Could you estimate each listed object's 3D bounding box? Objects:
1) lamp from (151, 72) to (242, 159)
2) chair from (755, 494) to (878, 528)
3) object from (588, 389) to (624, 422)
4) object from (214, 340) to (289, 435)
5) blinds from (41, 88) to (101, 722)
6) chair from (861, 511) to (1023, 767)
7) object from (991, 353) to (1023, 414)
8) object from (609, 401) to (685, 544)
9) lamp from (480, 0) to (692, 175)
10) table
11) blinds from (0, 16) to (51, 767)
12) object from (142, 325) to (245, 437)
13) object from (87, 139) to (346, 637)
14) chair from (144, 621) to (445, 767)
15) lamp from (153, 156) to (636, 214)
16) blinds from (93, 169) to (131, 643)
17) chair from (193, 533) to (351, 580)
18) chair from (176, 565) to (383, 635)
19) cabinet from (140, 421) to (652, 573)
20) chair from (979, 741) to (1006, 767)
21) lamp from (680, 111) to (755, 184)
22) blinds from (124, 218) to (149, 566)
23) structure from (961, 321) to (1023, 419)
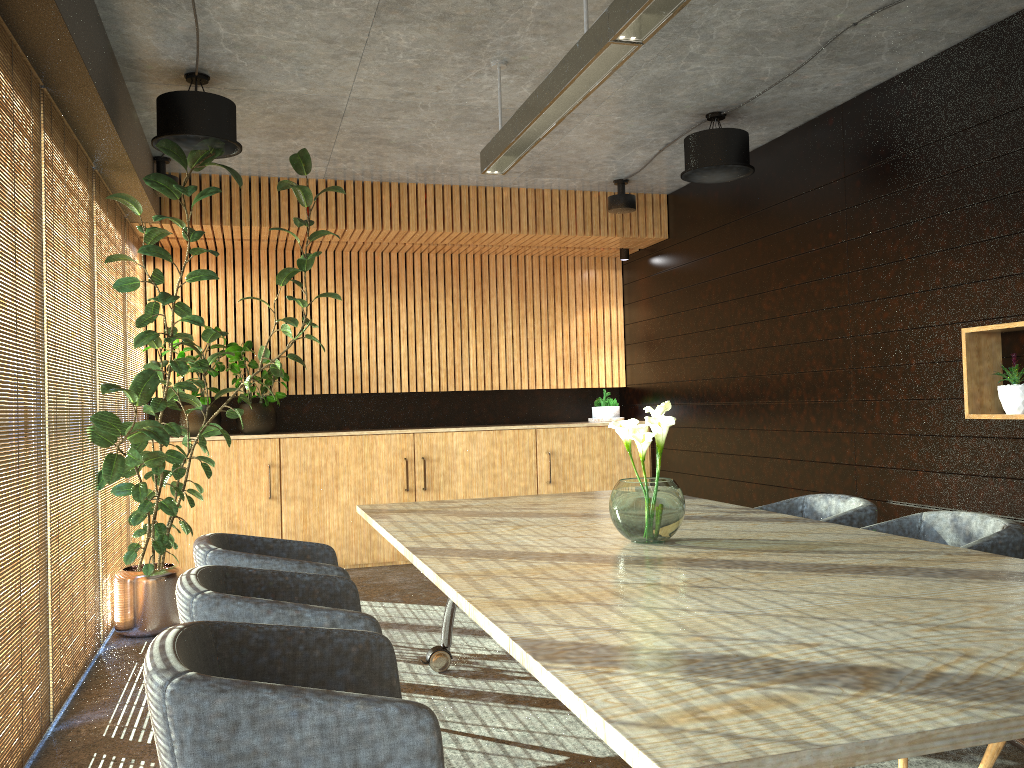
[{"bbox_3d":[-1.885,-1.626,5.303,0.513,0.497,0.513,-3,-2,44],"label":"lamp"},{"bbox_3d":[1.487,1.071,4.646,0.761,0.944,0.706,-1,-1,-16],"label":"chair"},{"bbox_3d":[1.005,0.231,9.505,0.384,0.347,0.384,-2,-1,6],"label":"object"},{"bbox_3d":[-2.439,0.034,8.314,0.679,0.880,0.512,-1,-1,-13],"label":"object"},{"bbox_3d":[-2.425,0.105,4.916,0.039,3.038,1.422,-1,-1,-16],"label":"blinds"},{"bbox_3d":[1.742,1.043,3.783,0.761,0.944,0.706,-1,-1,-16],"label":"chair"},{"bbox_3d":[2.608,-0.004,4.584,0.241,0.318,0.226,0,-2,-42],"label":"object"},{"bbox_3d":[0.520,0.341,3.468,0.295,0.546,0.322,-1,-1,-7],"label":"object"},{"bbox_3d":[0.440,-1.649,3.500,0.151,0.618,4.009,-1,-1,-16],"label":"lamp"},{"bbox_3d":[0.550,1.075,3.430,1.816,0.927,3.932,-1,-1,-16],"label":"table"},{"bbox_3d":[-2.010,0.059,3.509,0.039,3.038,1.422,-1,-1,-16],"label":"blinds"},{"bbox_3d":[-2.937,-0.042,8.184,0.666,1.054,0.640,-2,-2,25],"label":"object"},{"bbox_3d":[-2.274,0.047,5.961,1.958,3.266,1.875,-2,-1,22],"label":"object"},{"bbox_3d":[-0.497,1.068,2.183,0.761,0.944,0.706,-1,-1,-16],"label":"chair"},{"bbox_3d":[-0.881,-1.687,7.538,4.179,0.294,0.257,-1,-1,-16],"label":"lamp"},{"bbox_3d":[-2.848,0.151,6.348,0.039,3.038,1.422,-1,-1,-16],"label":"blinds"},{"bbox_3d":[-1.006,1.124,3.907,0.761,0.944,0.706,-1,-1,-16],"label":"chair"},{"bbox_3d":[-0.752,1.096,3.045,0.761,0.944,0.706,-1,-1,-16],"label":"chair"},{"bbox_3d":[-1.035,1.081,8.800,4.954,1.272,1.006,-1,-1,-16],"label":"cabinet"},{"bbox_3d":[1.996,1.014,2.921,0.761,0.944,0.706,-1,-1,-16],"label":"chair"},{"bbox_3d":[1.449,-1.697,6.290,0.513,0.497,0.513,-2,-1,13],"label":"lamp"},{"bbox_3d":[-3.264,0.197,7.755,0.039,3.038,1.422,-1,-1,-16],"label":"blinds"},{"bbox_3d":[2.871,-0.224,3.814,0.242,1.130,2.172,-1,-1,-16],"label":"structure"}]
